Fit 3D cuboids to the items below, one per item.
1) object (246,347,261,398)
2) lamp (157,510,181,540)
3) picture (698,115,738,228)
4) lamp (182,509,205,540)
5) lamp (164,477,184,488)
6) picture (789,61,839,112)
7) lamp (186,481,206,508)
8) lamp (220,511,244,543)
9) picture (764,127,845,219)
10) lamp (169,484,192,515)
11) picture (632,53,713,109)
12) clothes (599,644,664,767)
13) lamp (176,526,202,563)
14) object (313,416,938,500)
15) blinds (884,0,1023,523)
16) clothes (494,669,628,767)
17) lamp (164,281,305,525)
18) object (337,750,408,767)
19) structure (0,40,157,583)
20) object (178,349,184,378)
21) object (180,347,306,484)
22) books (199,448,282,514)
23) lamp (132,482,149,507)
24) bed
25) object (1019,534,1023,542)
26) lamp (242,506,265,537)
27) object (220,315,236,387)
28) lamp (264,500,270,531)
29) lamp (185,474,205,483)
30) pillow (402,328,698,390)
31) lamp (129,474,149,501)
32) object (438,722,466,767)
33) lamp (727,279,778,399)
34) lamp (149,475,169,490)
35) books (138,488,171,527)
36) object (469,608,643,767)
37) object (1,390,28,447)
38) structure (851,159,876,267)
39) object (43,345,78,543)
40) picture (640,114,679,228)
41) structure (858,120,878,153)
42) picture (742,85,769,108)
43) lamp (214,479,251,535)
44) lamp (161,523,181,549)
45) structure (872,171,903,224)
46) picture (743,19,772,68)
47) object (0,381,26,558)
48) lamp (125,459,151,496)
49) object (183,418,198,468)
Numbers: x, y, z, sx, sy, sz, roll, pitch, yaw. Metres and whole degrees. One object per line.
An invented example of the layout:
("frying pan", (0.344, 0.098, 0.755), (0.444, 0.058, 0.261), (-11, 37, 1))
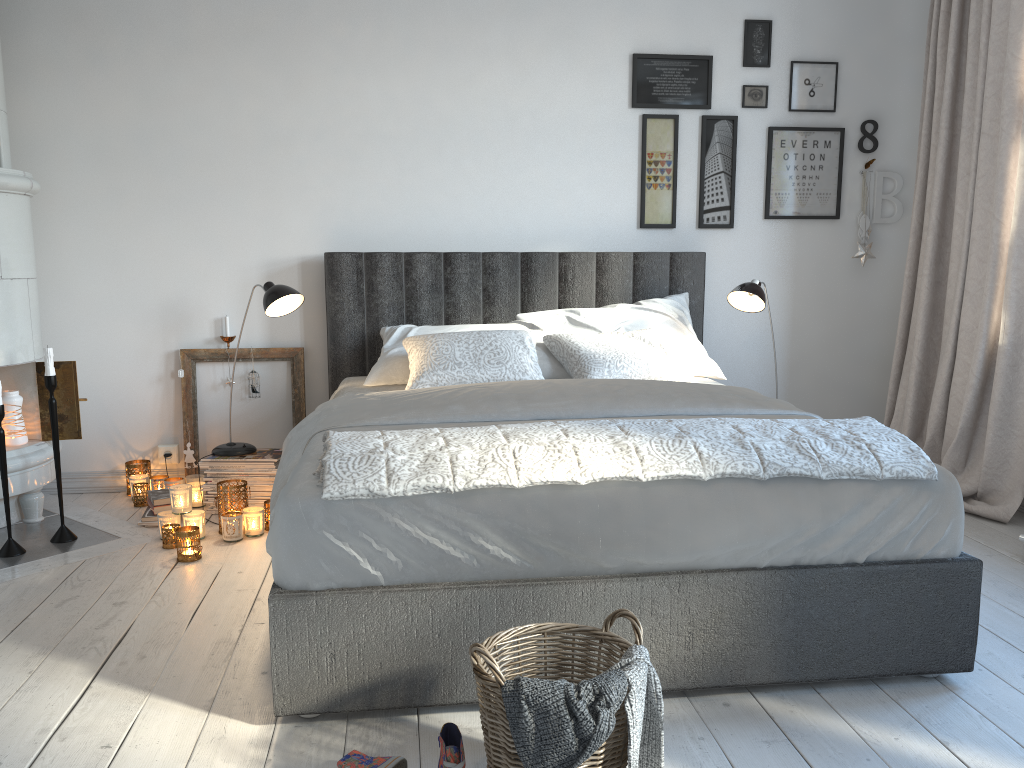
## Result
("object", (-1.140, -0.052, 3.921), (0.062, 0.229, 0.062), (3, 9, 16))
("lamp", (-1.261, 0.523, 3.266), (0.080, 0.099, 0.080), (4, 10, 27))
("picture", (0.946, -0.971, 4.072), (0.165, 0.506, 0.020), (-1, 9, -7))
("lamp", (-1.171, 0.522, 3.272), (0.080, 0.099, 0.080), (4, 10, 27))
("lamp", (-1.431, 0.452, 3.761), (0.080, 0.099, 0.080), (-6, 11, -36))
("picture", (1.383, -1.363, 4.068), (0.225, 0.221, 0.010), (-1, 9, -7))
("lamp", (-1.313, 0.462, 3.690), (0.080, 0.099, 0.080), (-6, 11, -36))
("lamp", (-1.024, 0.524, 3.251), (0.080, 0.099, 0.080), (4, 10, 27))
("picture", (1.360, -0.978, 4.124), (0.365, 0.416, 0.021), (-1, 9, -7))
("lamp", (-1.214, 0.424, 3.256), (0.080, 0.099, 0.080), (6, 11, 35))
("picture", (0.720, -1.357, 3.981), (0.365, 0.232, 0.020), (-1, 9, -7))
("clothes", (0.116, 0.635, 1.647), (0.283, 0.289, 0.234), (5, 10, 31))
("lamp", (-1.112, 0.550, 3.048), (0.081, 0.107, 0.081), (-5, 10, -30))
("object", (0.267, 0.160, 2.150), (1.460, 0.104, 0.404), (-1, 8, -7))
("blinds", (1.819, -0.811, 3.523), (0.225, 2.655, 0.829), (-1, 9, -7))
("clothes", (0.091, 0.627, 1.605), (0.246, 0.270, 0.297), (-1, 9, -6))
("lamp", (-1.175, 0.052, 3.599), (0.825, 0.939, 0.449), (2, 9, 10))
("object", (-0.302, 0.757, 1.675), (0.120, 0.084, 0.222), (3, 9, 21))
("structure", (-2.007, -0.763, 3.148), (1.246, 2.844, 0.799), (7, 11, 37))
("object", (-1.449, -0.092, 3.876), (0.024, 0.127, 0.023), (-4, 10, -23))
("object", (-1.186, 0.157, 3.940), (0.528, 0.632, 0.082), (-1, 9, -7))
("books", (-1.080, 0.397, 3.674), (0.346, 0.233, 0.244), (0, 9, 1))
("lamp", (-1.554, 0.464, 3.707), (0.063, 0.092, 0.072), (4, 10, 25))
("bed", (0.169, 0.079, 2.983), (1.888, 1.049, 2.170), (-1, 8, -7))
("object", (1.831, 0.554, 2.929), (0.129, 0.129, 0.328), (-4, 9, -22))
("lamp", (-0.964, 0.515, 3.314), (0.080, 0.099, 0.080), (4, 10, 27))
("object", (-1.248, -0.145, 3.909), (0.067, 0.321, 0.067), (8, 12, 41))
("lamp", (-0.905, 0.501, 3.387), (0.080, 0.107, 0.080), (-6, 11, -34))
("lamp", (-1.359, 0.445, 3.812), (0.080, 0.099, 0.080), (7, 11, 38))
("pillow", (0.146, -0.091, 3.390), (1.146, 0.226, 0.414), (-2, 9, -14))
("lamp", (-1.600, 0.446, 3.810), (0.080, 0.099, 0.080), (-6, 11, -36))
("object", (-0.099, 0.742, 1.653), (0.083, 0.123, 0.222), (-1, 8, -8))
("lamp", (1.192, 0.006, 3.900), (0.800, 0.939, 0.449), (-4, 10, -25))
("lamp", (-1.509, 0.447, 3.801), (0.080, 0.099, 0.080), (-6, 11, -36))
("books", (-1.374, 0.488, 3.522), (0.175, 0.096, 0.262), (-2, 8, -12))
("object", (0.085, 0.623, 1.662), (0.319, 0.352, 0.318), (4, 10, 24))
("object", (-1.919, 0.131, 3.401), (0.098, 0.210, 0.098), (-1, 9, -9))
("structure", (1.655, -0.808, 4.163), (0.134, 0.515, 0.078), (-3, 10, -19))
("object", (-1.647, 0.217, 3.201), (0.091, 0.720, 0.091), (0, 9, 2))
("picture", (0.671, -0.966, 4.037), (0.165, 0.506, 0.020), (-1, 9, -7))
("structure", (1.662, -1.153, 4.131), (0.096, 0.151, 0.014), (-1, 9, -7))
("picture", (1.109, -1.310, 4.042), (0.119, 0.098, 0.010), (-1, 9, -7))
("lamp", (-1.051, 0.465, 3.352), (0.117, 0.189, 0.121), (6, 11, 35))
("lamp", (-1.218, 0.546, 3.171), (0.067, 0.079, 0.069), (6, 10, 34))
("structure", (1.782, -0.881, 4.193), (0.146, 0.240, 0.024), (-1, 9, -7))
("picture", (1.110, -1.538, 4.005), (0.128, 0.202, 0.011), (-1, 9, -7))
("object", (-1.753, 0.287, 3.056), (0.091, 0.624, 0.091), (-5, 10, -29))
("lamp", (-1.640, 0.412, 3.897), (0.107, 0.141, 0.107), (-6, 11, -34))
("object", (-1.415, 0.260, 3.905), (0.062, 0.221, 0.028), (-2, 9, -12))
